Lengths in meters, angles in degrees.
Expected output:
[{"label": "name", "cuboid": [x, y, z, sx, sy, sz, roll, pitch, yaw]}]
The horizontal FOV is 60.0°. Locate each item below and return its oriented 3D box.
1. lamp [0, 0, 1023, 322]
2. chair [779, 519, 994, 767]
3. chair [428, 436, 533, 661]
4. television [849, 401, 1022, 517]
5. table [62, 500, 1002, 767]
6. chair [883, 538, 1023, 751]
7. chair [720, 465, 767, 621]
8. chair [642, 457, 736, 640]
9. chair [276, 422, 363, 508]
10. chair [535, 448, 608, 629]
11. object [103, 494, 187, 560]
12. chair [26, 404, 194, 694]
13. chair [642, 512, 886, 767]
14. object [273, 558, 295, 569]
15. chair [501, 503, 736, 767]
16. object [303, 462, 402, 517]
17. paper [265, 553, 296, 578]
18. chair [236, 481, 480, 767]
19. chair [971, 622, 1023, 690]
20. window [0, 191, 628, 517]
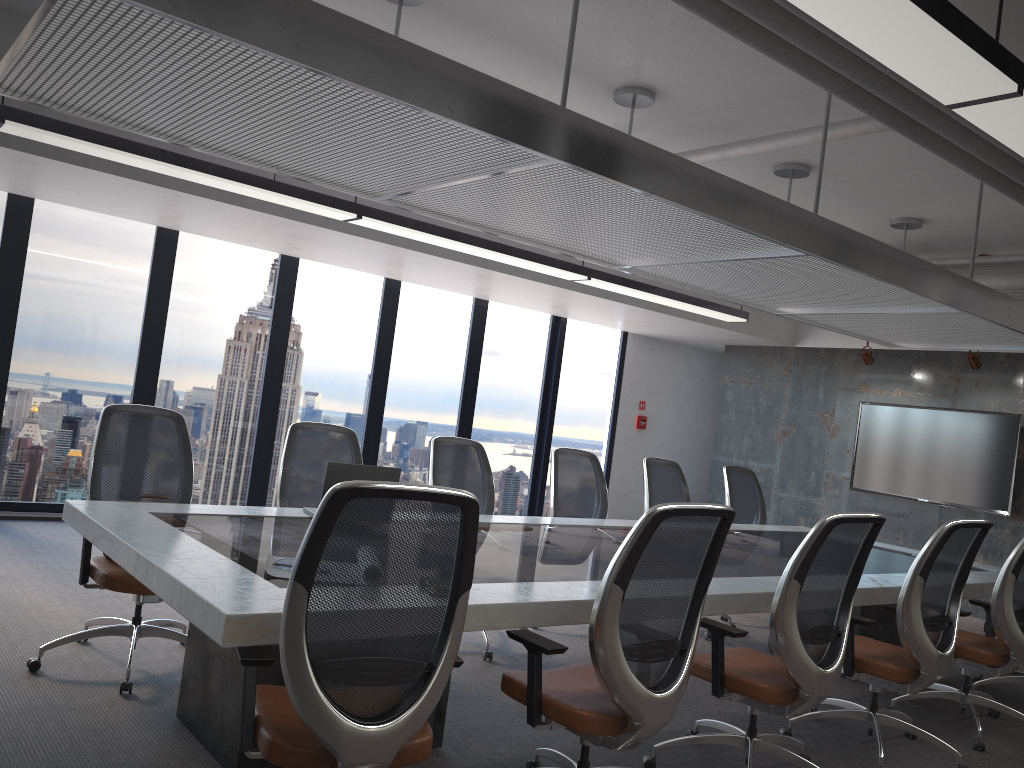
[{"label": "lamp", "cuboid": [1.023, -1.268, 4.754, 6.097, 0.908, 4.126, 9, -2, -38]}, {"label": "chair", "cuboid": [1.756, 1.152, 4.191, 0.828, 1.166, 0.789, 7, -2, 16]}, {"label": "chair", "cuboid": [-0.194, 0.933, 5.293, 0.828, 1.166, 0.789, 7, -2, 16]}, {"label": "television", "cuboid": [4.814, 0.765, 8.033, 0.101, 0.960, 3.667, 9, -2, -38]}, {"label": "table", "cuboid": [0.759, 1.246, 4.737, 5.498, 0.745, 1.898, 9, -2, -38]}, {"label": "chair", "cuboid": [2.491, 1.266, 4.778, 0.828, 1.166, 0.789, 7, -2, 16]}, {"label": "chair", "cuboid": [2.013, 1.275, 7.054, 0.828, 1.166, 0.789, 7, -2, 16]}, {"label": "chair", "cuboid": [1.278, 1.161, 6.467, 0.828, 1.166, 0.789, 7, -2, 16]}, {"label": "chair", "cuboid": [-0.972, 0.816, 4.759, 0.828, 1.166, 0.789, 7, -2, 26]}, {"label": "chair", "cuboid": [0.566, 1.054, 6.013, 0.828, 1.166, 0.789, 7, -2, 22]}, {"label": "object", "cuboid": [-1.697, 0.671, 4.154, 0.378, 0.308, 0.138, 8, -2, -27]}, {"label": "chair", "cuboid": [-1.665, 0.706, 4.120, 0.828, 1.166, 0.789, 7, -2, 16]}, {"label": "chair", "cuboid": [1.020, 1.038, 3.604, 0.828, 1.166, 0.789, 7, -2, 16]}, {"label": "object", "cuboid": [-0.703, 0.608, 2.963, 0.200, 0.036, 0.049, 7, -2, -1]}, {"label": "chair", "cuboid": [0.285, 0.924, 3.018, 0.828, 1.166, 0.789, 7, -2, 16]}, {"label": "object", "cuboid": [-0.780, 0.515, 4.315, 0.366, 0.277, 0.308, 8, -2, -28]}, {"label": "paper", "cuboid": [-0.641, 0.602, 3.028, 0.379, 0.069, 0.348, 8, -2, -13]}, {"label": "chair", "cuboid": [-0.480, 0.808, 2.471, 0.828, 1.166, 0.789, 6, -2, 31]}, {"label": "chair", "cuboid": [3.227, 1.380, 5.364, 0.828, 1.166, 0.789, 7, -2, 16]}, {"label": "window", "cuboid": [-2.284, -0.018, 8.426, 9.225, 2.670, 0.121, 9, -2, -38]}]
